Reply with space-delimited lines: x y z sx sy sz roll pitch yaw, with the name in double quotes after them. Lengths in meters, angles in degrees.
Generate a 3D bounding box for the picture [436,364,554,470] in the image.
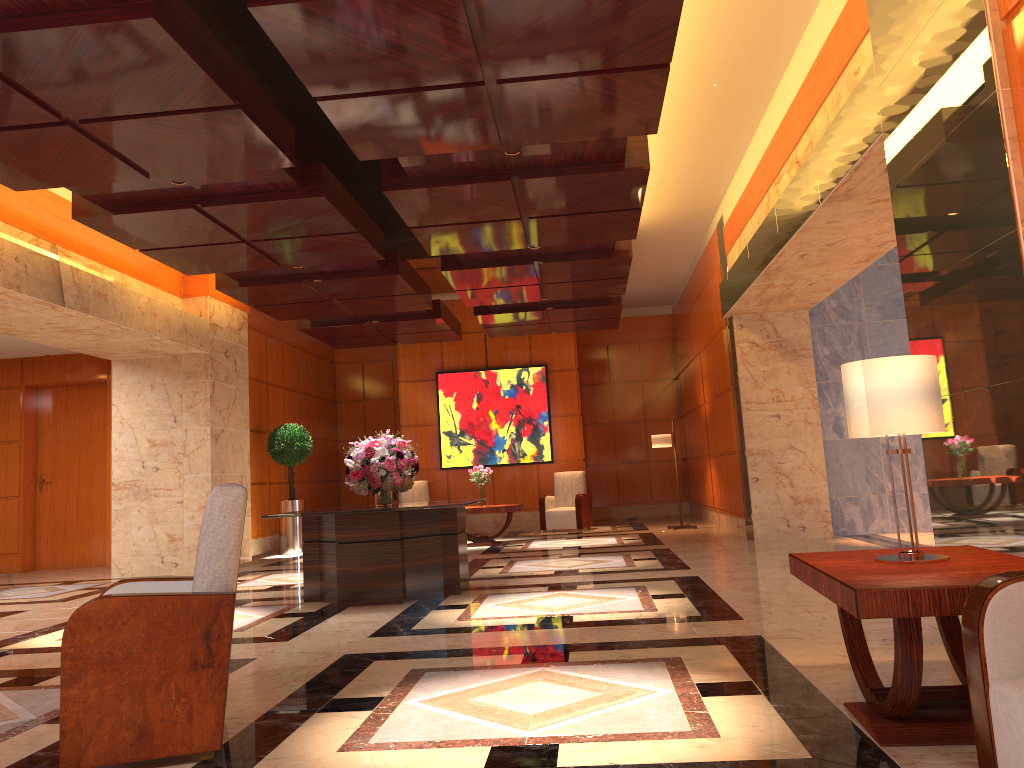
-0.318 0.585 15.648 1.996 1.746 0.056 -4 -8 4 "picture"

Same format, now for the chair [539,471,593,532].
0.896 1.941 14.709 0.736 0.966 0.626 -7 -8 23 "chair"

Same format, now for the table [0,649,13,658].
-1.987 1.017 1.987 0.722 0.498 1.552 -4 -6 8 "table"

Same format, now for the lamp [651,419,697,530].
2.440 1.374 13.510 0.527 1.670 0.358 -3 -8 -5 "lamp"

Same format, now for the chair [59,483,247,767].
-1.351 0.886 3.451 0.629 0.966 0.734 -1 -8 -16 "chair"

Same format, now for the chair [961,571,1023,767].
1.446 0.556 1.939 0.628 0.966 0.734 -4 -7 3 "chair"

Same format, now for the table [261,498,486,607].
-1.086 1.427 7.622 1.600 0.749 1.592 -4 -6 4 "table"

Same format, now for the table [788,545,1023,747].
1.459 0.898 3.085 0.724 0.537 1.162 -4 -6 7 "table"

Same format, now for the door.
-6.410 1.325 12.903 1.285 2.712 0.339 -4 -8 4 "door"

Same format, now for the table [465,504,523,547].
-0.433 2.038 12.762 1.167 0.537 0.721 -4 -7 4 "table"

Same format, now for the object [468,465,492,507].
-0.450 1.478 12.872 0.350 0.599 0.325 -7 -8 24 "object"

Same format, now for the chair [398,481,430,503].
-1.526 2.108 14.893 0.737 0.966 0.626 2 -9 -36 "chair"

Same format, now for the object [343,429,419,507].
-1.129 0.727 7.705 0.650 0.662 0.676 -3 -7 -4 "object"

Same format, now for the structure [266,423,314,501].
-3.364 1.432 13.471 0.722 1.722 0.718 -1 -8 -17 "structure"
